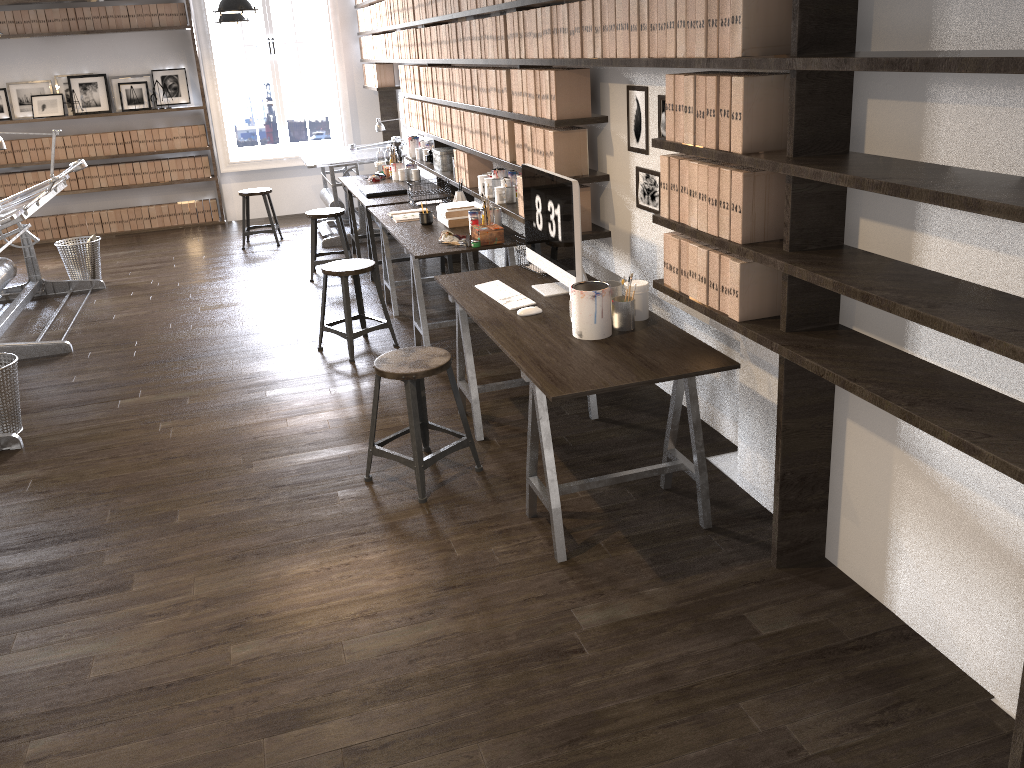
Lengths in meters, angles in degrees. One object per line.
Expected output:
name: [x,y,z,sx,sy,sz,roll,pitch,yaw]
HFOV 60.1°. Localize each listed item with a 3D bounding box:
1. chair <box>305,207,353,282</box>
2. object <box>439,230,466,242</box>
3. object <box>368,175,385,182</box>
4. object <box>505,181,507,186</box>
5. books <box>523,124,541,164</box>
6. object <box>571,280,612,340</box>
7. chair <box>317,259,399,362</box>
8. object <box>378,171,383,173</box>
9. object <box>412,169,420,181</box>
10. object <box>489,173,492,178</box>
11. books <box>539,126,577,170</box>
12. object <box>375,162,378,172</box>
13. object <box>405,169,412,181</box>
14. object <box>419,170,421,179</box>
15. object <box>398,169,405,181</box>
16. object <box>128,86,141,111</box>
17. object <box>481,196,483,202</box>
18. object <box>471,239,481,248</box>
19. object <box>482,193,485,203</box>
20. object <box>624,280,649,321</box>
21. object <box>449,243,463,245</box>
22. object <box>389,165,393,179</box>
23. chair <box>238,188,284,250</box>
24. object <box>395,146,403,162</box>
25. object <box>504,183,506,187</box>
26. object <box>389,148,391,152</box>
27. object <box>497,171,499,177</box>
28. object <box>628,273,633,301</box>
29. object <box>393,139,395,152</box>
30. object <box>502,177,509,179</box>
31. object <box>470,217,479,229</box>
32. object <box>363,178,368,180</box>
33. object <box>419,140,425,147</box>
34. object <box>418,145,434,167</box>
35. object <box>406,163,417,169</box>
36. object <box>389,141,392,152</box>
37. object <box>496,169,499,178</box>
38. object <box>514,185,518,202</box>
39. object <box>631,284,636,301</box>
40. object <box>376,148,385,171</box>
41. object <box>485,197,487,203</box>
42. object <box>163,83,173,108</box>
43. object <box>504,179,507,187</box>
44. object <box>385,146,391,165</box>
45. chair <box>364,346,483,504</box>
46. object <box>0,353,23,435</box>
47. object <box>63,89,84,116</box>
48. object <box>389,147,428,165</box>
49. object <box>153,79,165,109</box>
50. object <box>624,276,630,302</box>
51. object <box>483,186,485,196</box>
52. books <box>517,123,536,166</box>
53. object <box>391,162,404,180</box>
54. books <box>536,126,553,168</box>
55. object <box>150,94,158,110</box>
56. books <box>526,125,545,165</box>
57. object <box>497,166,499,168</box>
chair: [-1.463,-1.125,7.102,0.358,0.519,0.377,-6,20,-7]
object: [-0.347,-0.829,4.977,0.198,0.050,0.133,16,28,41]
object: [-1.156,-1.741,7.467,0.132,0.050,0.200,1,21,12]
object: [-0.022,-1.161,5.296,0.036,0.117,0.005,-10,20,-19]
books: [0.154,-1.245,4.627,0.175,0.222,0.067,-9,20,-15]
object: [0.291,-0.266,3.243,0.146,0.193,0.145,-21,26,-41]
chair: [-0.945,-0.455,5.285,0.361,0.519,0.374,-21,26,-40]
object: [-1.148,-1.833,7.711,0.049,0.037,0.049,-11,21,-18]
object: [-0.790,-1.714,7.266,0.062,0.093,0.062,9,23,31]
object: [-0.123,-1.272,5.629,0.044,0.126,0.045,-9,20,-15]
books: [0.231,-1.150,4.369,0.175,0.222,0.068,-9,20,-15]
object: [-1.172,-1.907,7.814,0.068,0.103,0.069,-8,20,-11]
object: [-0.850,-1.722,7.296,0.063,0.092,0.064,9,23,31]
object: [-0.785,-1.737,7.352,0.054,0.079,0.055,-9,20,-14]
object: [-0.908,-1.733,7.335,0.062,0.093,0.063,5,21,23]
object: [-3.915,-2.955,9.167,0.124,0.256,0.040,-9,20,-15]
object: [-0.150,-0.957,4.880,0.038,0.151,0.008,8,22,32]
object: [-0.195,-0.759,4.779,0.049,0.037,0.050,-8,21,-12]
object: [-0.144,-0.966,4.868,0.008,0.183,0.072,5,21,25]
object: [0.479,-0.320,3.403,0.094,0.142,0.096,-3,19,1]
object: [-0.314,-0.770,4.871,0.158,0.005,0.005,13,26,37]
object: [-1.010,-1.788,7.480,0.049,0.110,0.050,-10,20,-18]
chair: [-2.408,-1.583,8.439,0.358,0.519,0.377,-6,20,-7]
object: [-0.994,-1.969,7.776,0.068,0.226,0.070,-10,20,-18]
object: [-0.029,-1.159,5.316,0.035,0.103,0.004,-10,20,-17]
object: [-1.027,-1.944,7.576,0.037,0.151,0.005,-11,20,-19]
object: [-0.071,-1.250,5.492,0.036,0.146,0.005,-1,19,7]
object: [0.437,-0.312,3.308,0.045,0.201,0.007,-17,23,-34]
object: [-1.005,-1.977,7.566,0.021,0.224,0.007,-5,19,-4]
object: [-0.035,-1.209,5.450,0.045,0.126,0.045,-3,19,2]
object: [-0.211,-0.889,5.023,0.049,0.110,0.050,-8,20,-12]
object: [-1.201,-1.760,7.563,0.157,0.006,0.006,-19,25,-34]
object: [-0.780,-2.060,7.741,0.051,0.137,0.051,-10,20,-17]
object: [-0.668,-1.897,7.359,0.107,0.159,0.238,12,25,37]
object: [-0.838,-1.781,7.412,0.094,0.126,0.096,-8,20,-11]
object: [-1.026,-1.964,7.559,0.007,0.211,0.055,3,20,18]
object: [-0.079,-1.250,5.498,0.029,0.166,0.004,-2,19,6]
object: [0.033,-1.134,5.272,0.045,0.101,0.045,-12,21,-23]
object: [0.442,-0.292,3.287,0.054,0.155,0.007,-16,22,-31]
object: [-1.143,-1.943,7.735,0.068,0.226,0.070,-10,20,-18]
object: [-0.130,-0.956,4.886,0.005,0.149,0.045,-16,22,-31]
object: [-3.619,-3.020,9.285,0.111,0.258,0.040,-9,20,-15]
object: [-0.031,-1.160,5.298,0.030,0.133,0.004,-11,20,-20]
object: [-1.075,-1.958,7.752,0.068,0.234,0.070,-10,20,-18]
chair: [-0.383,0.145,3.641,0.360,0.519,0.375,13,26,39]
object: [-2.577,0.082,4.345,0.353,0.372,0.359,-2,20,5]
object: [-4.462,-2.858,9.003,0.175,0.256,0.040,-9,20,-15]
object: [-0.879,-1.938,7.566,0.345,0.144,0.078,-1,19,6]
object: [-3.678,-3.019,9.235,0.118,0.299,0.040,-9,20,-15]
object: [0.423,-0.312,3.307,0.055,0.177,0.007,-16,23,-33]
object: [-0.147,-0.984,4.882,0.007,0.211,0.056,-7,19,-9]
books: [0.127,-1.269,4.694,0.175,0.222,0.068,-9,20,-15]
object: [-0.954,-1.785,7.426,0.104,0.139,0.106,-12,21,-22]
books: [0.217,-1.174,4.432,0.175,0.222,0.067,-9,20,-15]
object: [-3.721,-2.933,9.208,0.066,0.163,0.040,-9,20,-15]
books: [0.171,-1.220,4.561,0.175,0.222,0.067,-9,20,-15]
object: [-0.084,-1.316,5.669,0.009,0.166,0.041,-8,19,-12]
